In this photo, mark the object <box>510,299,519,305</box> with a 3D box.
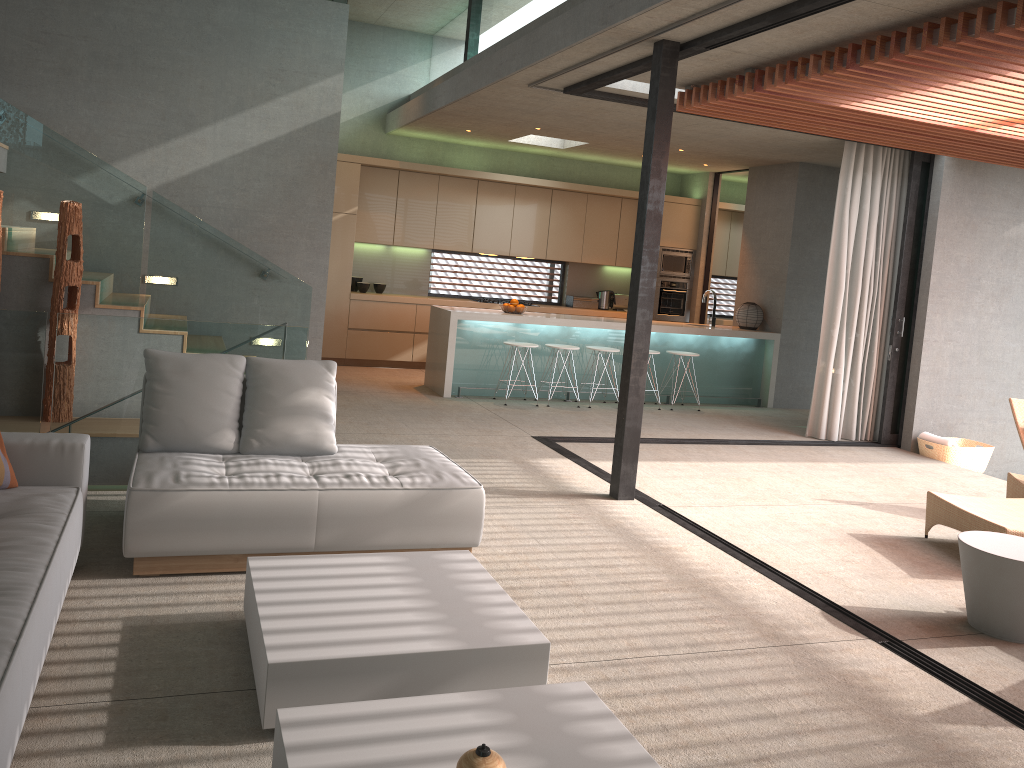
[{"bbox_3d":[0.027,-0.899,9.798,0.095,0.094,0.095,5,6,-1],"label":"object"}]

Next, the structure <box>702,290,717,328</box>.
[{"bbox_3d":[2.350,-0.910,10.622,0.097,0.439,0.260,4,5,-21],"label":"structure"}]

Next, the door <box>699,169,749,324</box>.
[{"bbox_3d":[-0.456,-0.319,7.311,5.814,4.450,15.329,11,9,41],"label":"door"}]

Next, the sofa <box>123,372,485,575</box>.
[{"bbox_3d":[-1.030,0.396,4.401,1.593,0.729,1.022,3,7,-21],"label":"sofa"}]

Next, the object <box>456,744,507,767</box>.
[{"bbox_3d":[-0.070,0.892,2.063,0.119,0.105,0.120,7,6,14],"label":"object"}]

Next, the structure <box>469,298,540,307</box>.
[{"bbox_3d":[-0.101,-1.069,11.774,0.837,0.090,0.468,2,8,-21],"label":"structure"}]

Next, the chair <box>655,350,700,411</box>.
[{"bbox_3d":[1.889,-0.043,9.937,0.381,0.621,0.385,4,5,-21],"label":"chair"}]

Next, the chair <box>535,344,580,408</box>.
[{"bbox_3d":[0.507,-0.096,9.413,0.381,0.621,0.385,4,5,-21],"label":"chair"}]

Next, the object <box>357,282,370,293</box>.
[{"bbox_3d":[-1.881,-1.217,11.173,0.169,0.126,0.171,1,8,-34],"label":"object"}]

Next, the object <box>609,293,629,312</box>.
[{"bbox_3d":[1.599,-1.169,12.666,0.389,0.246,0.151,3,5,-21],"label":"object"}]

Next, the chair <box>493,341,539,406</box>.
[{"bbox_3d":[0.065,-0.113,9.246,0.381,0.621,0.385,4,5,-21],"label":"chair"}]

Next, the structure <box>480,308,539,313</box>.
[{"bbox_3d":[-0.046,-0.712,11.558,0.826,0.498,0.080,3,4,-21],"label":"structure"}]

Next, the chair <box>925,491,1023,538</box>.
[{"bbox_3d":[3.082,0.751,4.470,0.700,0.822,2.313,5,7,-6],"label":"chair"}]

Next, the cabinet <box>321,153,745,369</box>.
[{"bbox_3d":[1.112,-1.316,11.538,7.457,2.554,1.981,2,6,-21],"label":"cabinet"}]

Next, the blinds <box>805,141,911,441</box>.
[{"bbox_3d":[3.475,-0.897,8.778,0.883,2.919,0.231,4,4,-24],"label":"blinds"}]

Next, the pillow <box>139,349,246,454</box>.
[{"bbox_3d":[-1.599,0.088,4.426,0.491,0.495,0.240,3,5,-20],"label":"pillow"}]

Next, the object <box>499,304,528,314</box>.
[{"bbox_3d":[0.013,-0.823,9.768,0.315,0.081,0.318,2,8,-21],"label":"object"}]

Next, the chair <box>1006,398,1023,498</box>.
[{"bbox_3d":[4.001,0.700,5.432,0.700,0.822,2.312,5,7,-2],"label":"chair"}]

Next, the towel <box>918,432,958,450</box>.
[{"bbox_3d":[4.122,0.647,8.450,0.309,0.310,0.372,3,6,-20],"label":"towel"}]

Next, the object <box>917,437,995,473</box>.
[{"bbox_3d":[4.255,0.708,8.511,0.678,0.299,0.450,2,7,-21],"label":"object"}]

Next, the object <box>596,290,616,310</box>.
[{"bbox_3d":[1.322,-1.191,12.510,0.277,0.284,0.178,4,5,-15],"label":"object"}]

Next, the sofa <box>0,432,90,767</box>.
[{"bbox_3d":[-1.727,0.650,2.060,1.047,0.748,3.491,3,8,-21],"label":"sofa"}]

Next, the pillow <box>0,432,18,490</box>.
[{"bbox_3d":[-2.186,0.202,3.249,0.280,0.501,0.699,7,7,22],"label":"pillow"}]

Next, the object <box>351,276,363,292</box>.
[{"bbox_3d":[-2.024,-1.278,11.296,0.225,0.187,0.227,0,8,-43],"label":"object"}]

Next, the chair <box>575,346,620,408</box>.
[{"bbox_3d":[0.954,-0.078,9.581,0.381,0.621,0.385,4,5,-21],"label":"chair"}]

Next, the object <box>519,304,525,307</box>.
[{"bbox_3d":[0.099,-0.837,9.789,0.094,0.094,0.095,2,7,-32],"label":"object"}]

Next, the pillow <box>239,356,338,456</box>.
[{"bbox_3d":[-1.149,0.117,4.594,0.491,0.481,0.268,3,5,-20],"label":"pillow"}]

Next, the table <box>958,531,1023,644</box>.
[{"bbox_3d":[2.313,0.950,4.108,0.474,0.391,0.479,0,8,-39],"label":"table"}]

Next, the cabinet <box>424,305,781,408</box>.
[{"bbox_3d":[1.114,-0.296,10.247,4.114,0.895,0.807,2,6,-21],"label":"cabinet"}]

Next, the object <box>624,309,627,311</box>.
[{"bbox_3d":[1.717,-1.013,12.401,0.312,0.034,0.310,11,10,37],"label":"object"}]

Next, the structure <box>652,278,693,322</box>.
[{"bbox_3d":[2.176,-1.205,12.566,0.595,0.577,0.501,3,6,-21],"label":"structure"}]

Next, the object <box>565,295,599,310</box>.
[{"bbox_3d":[0.989,-1.147,12.428,0.399,0.159,0.242,2,7,-21],"label":"object"}]

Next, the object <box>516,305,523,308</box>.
[{"bbox_3d":[0.075,-0.824,9.700,0.086,0.086,0.088,2,7,-30],"label":"object"}]

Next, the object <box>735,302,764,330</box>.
[{"bbox_3d":[2.923,-0.840,10.883,0.339,0.333,0.343,2,6,-29],"label":"object"}]

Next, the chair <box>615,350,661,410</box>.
[{"bbox_3d":[1.418,-0.061,9.759,0.381,0.621,0.385,4,5,-21],"label":"chair"}]

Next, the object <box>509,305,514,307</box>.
[{"bbox_3d":[-0.007,-0.825,9.681,0.081,0.081,0.081,6,6,8],"label":"object"}]

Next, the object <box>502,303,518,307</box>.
[{"bbox_3d":[-0.030,-0.842,9.728,0.174,0.099,0.096,8,6,24],"label":"object"}]

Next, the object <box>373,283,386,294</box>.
[{"bbox_3d":[-1.707,-1.230,11.381,0.169,0.126,0.171,1,8,-34],"label":"object"}]

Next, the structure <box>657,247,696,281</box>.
[{"bbox_3d":[2.216,-1.711,12.555,0.595,0.435,0.464,3,6,-21],"label":"structure"}]
